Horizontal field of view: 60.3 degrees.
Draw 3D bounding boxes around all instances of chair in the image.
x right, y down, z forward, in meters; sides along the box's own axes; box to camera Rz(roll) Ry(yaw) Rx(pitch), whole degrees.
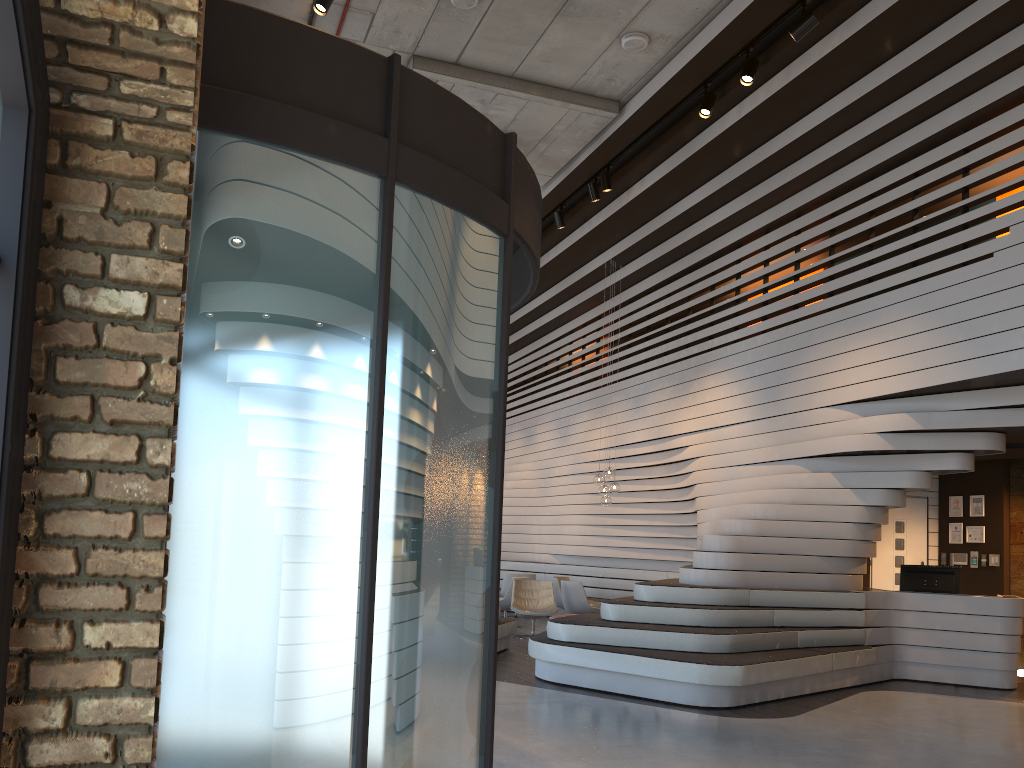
[{"bbox_3d":[0.967,3.394,13.697,0.713,0.759,0.661,-1,-7,24],"label":"chair"},{"bbox_3d":[0.079,3.598,15.036,0.656,0.759,0.719,4,-7,-13],"label":"chair"},{"bbox_3d":[1.044,3.214,12.673,0.709,0.759,0.664,5,-7,-20],"label":"chair"},{"bbox_3d":[-0.105,3.293,13.365,0.713,0.759,0.661,0,-7,20],"label":"chair"},{"bbox_3d":[0.302,3.067,12.008,0.656,0.759,0.719,3,-7,-4],"label":"chair"}]

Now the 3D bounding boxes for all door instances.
[{"bbox_3d":[-1.518,0.557,3.845,3.199,2.826,3.294,4,-8,-13],"label":"door"},{"bbox_3d":[5.007,2.479,11.426,0.969,2.087,0.164,4,-4,-20],"label":"door"}]

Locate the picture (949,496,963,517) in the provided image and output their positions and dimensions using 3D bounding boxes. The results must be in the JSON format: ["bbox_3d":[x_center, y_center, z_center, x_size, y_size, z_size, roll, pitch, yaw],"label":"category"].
[{"bbox_3d":[5.736,1.582,11.392,0.014,0.260,0.204,4,-6,-20],"label":"picture"}]

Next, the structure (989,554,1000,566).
[{"bbox_3d":[5.916,2.160,10.809,0.021,0.141,0.144,4,-7,-20],"label":"structure"}]

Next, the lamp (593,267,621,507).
[{"bbox_3d":[1.465,-0.485,13.361,0.335,4.672,0.533,0,-5,31],"label":"lamp"}]

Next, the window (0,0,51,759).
[{"bbox_3d":[-0.746,0.153,0.843,0.130,2.512,2.384,4,-7,-20],"label":"window"}]

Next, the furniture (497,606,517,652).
[{"bbox_3d":[-0.727,2.719,10.150,1.278,0.715,1.789,0,-10,15],"label":"furniture"}]

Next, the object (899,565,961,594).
[{"bbox_3d":[4.561,2.251,9.636,0.598,0.549,0.371,-1,-7,21],"label":"object"}]

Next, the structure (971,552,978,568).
[{"bbox_3d":[5.816,2.209,11.089,0.012,0.199,0.106,4,-6,-20],"label":"structure"}]

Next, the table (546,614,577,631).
[{"bbox_3d":[0.749,3.147,11.254,0.417,0.367,0.908,-5,-11,42],"label":"table"}]

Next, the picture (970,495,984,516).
[{"bbox_3d":[5.849,1.533,11.092,0.014,0.260,0.204,4,-6,-20],"label":"picture"}]

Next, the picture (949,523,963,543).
[{"bbox_3d":[5.723,1.923,11.368,0.014,0.260,0.204,4,-6,-20],"label":"picture"}]

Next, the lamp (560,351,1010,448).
[{"bbox_3d":[2.576,-1.457,7.107,9.023,4.568,42.474,5,-11,-20],"label":"lamp"}]

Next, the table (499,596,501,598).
[{"bbox_3d":[-0.633,3.894,15.739,0.907,0.367,0.417,0,-8,13],"label":"table"}]

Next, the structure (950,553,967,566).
[{"bbox_3d":[5.727,2.300,11.308,0.026,0.251,0.261,4,-7,-22],"label":"structure"}]

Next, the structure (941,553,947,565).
[{"bbox_3d":[5.651,2.285,11.528,0.009,0.153,0.087,4,-6,-20],"label":"structure"}]

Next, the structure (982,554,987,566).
[{"bbox_3d":[5.864,2.190,10.948,0.019,0.145,0.063,4,-5,-20],"label":"structure"}]

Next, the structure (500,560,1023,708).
[{"bbox_3d":[-0.179,3.705,16.144,5.768,0.918,18.449,7,-11,-23],"label":"structure"}]

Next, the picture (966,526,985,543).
[{"bbox_3d":[5.828,1.891,11.088,0.014,0.200,0.266,4,-8,-20],"label":"picture"}]
